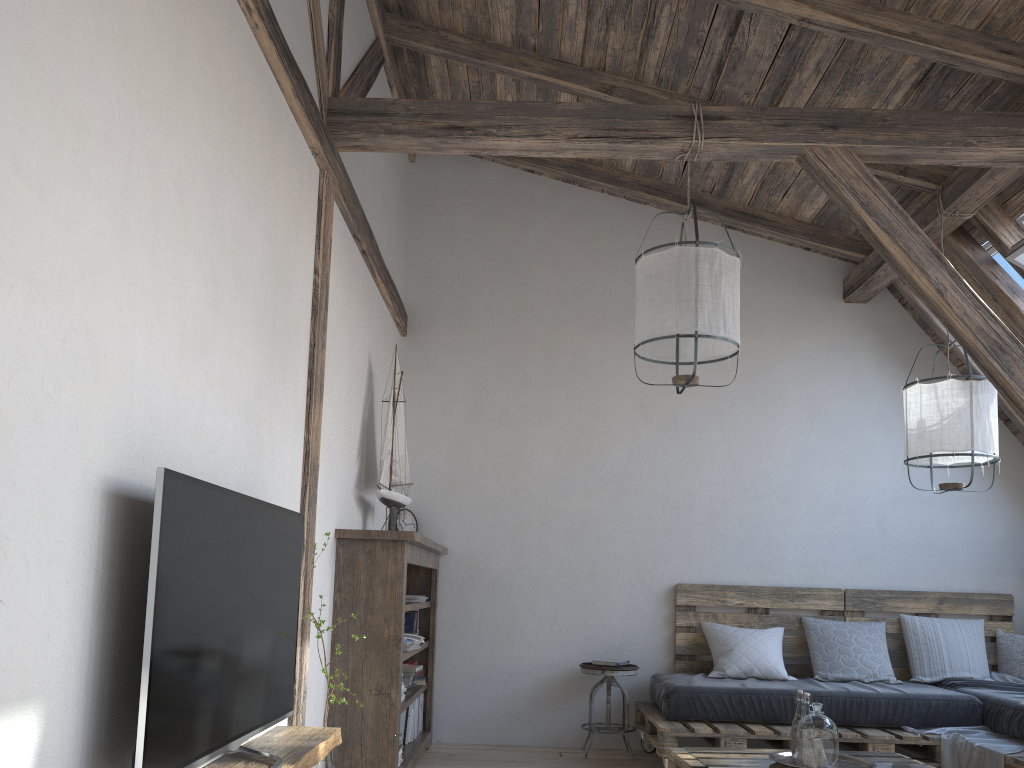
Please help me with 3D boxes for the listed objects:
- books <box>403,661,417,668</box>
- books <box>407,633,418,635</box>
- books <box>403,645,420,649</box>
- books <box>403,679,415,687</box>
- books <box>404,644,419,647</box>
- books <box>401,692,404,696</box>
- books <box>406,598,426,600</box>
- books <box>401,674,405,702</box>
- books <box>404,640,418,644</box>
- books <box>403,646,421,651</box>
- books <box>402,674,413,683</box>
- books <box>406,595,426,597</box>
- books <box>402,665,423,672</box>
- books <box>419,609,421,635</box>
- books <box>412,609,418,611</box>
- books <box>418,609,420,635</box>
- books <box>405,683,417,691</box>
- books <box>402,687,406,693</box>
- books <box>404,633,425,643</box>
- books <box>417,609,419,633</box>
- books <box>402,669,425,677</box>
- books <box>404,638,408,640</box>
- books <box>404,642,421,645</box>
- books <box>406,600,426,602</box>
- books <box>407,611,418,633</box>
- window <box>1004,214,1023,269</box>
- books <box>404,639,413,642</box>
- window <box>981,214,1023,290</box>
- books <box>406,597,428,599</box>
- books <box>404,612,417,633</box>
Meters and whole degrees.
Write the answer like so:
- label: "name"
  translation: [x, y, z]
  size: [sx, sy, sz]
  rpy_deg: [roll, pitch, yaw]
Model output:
- label: "books"
  translation: [-0.634, 1.631, 5.125]
  size: [0.143, 0.019, 0.206]
  rpy_deg: [2, -13, 1]
- label: "books"
  translation: [-0.620, 1.414, 4.948]
  size: [0.150, 0.021, 0.209]
  rpy_deg: [1, -13, 5]
- label: "books"
  translation: [-0.594, 1.331, 4.466]
  size: [0.204, 0.009, 0.263]
  rpy_deg: [1, -13, 6]
- label: "books"
  translation: [-0.629, 1.644, 4.848]
  size: [0.159, 0.022, 0.216]
  rpy_deg: [2, -13, 1]
- label: "books"
  translation: [-0.592, 1.326, 4.481]
  size: [0.204, 0.009, 0.263]
  rpy_deg: [1, -13, 3]
- label: "books"
  translation: [-0.622, 1.522, 4.307]
  size: [0.157, 0.017, 0.224]
  rpy_deg: [2, -13, 1]
- label: "books"
  translation: [-0.605, 1.247, 5.109]
  size: [0.205, 0.009, 0.263]
  rpy_deg: [3, -13, -7]
- label: "books"
  translation: [-0.637, 1.443, 4.168]
  size: [0.206, 0.149, 0.560]
  rpy_deg: [2, -13, 1]
- label: "books"
  translation: [-0.599, 1.304, 4.462]
  size: [0.204, 0.009, 0.263]
  rpy_deg: [0, -13, 8]
- label: "books"
  translation: [-0.594, 1.337, 4.456]
  size: [0.204, 0.009, 0.263]
  rpy_deg: [0, -13, 9]
- label: "books"
  translation: [-0.628, 1.622, 4.853]
  size: [0.152, 0.023, 0.232]
  rpy_deg: [2, -13, -3]
- label: "books"
  translation: [-0.608, 1.225, 5.088]
  size: [0.204, 0.009, 0.263]
  rpy_deg: [2, -13, -2]
- label: "books"
  translation: [-0.615, 1.648, 5.106]
  size: [0.157, 0.021, 0.223]
  rpy_deg: [1, -13, 5]
- label: "books"
  translation: [-0.613, 1.429, 5.261]
  size: [0.136, 0.197, 0.021]
  rpy_deg: [2, -6, 1]
- label: "books"
  translation: [-0.625, 1.410, 5.168]
  size: [0.139, 0.188, 0.051]
  rpy_deg: [2, -7, 0]
- label: "books"
  translation: [-0.623, 1.431, 5.240]
  size: [0.139, 0.182, 0.020]
  rpy_deg: [2, -6, 1]
- label: "books"
  translation: [-0.628, 1.665, 4.838]
  size: [0.152, 0.023, 0.232]
  rpy_deg: [0, -13, 10]
- label: "books"
  translation: [-0.620, 1.510, 4.327]
  size: [0.157, 0.017, 0.224]
  rpy_deg: [0, -13, 6]
- label: "books"
  translation: [-0.584, 1.287, 4.508]
  size: [0.222, 0.086, 0.265]
  rpy_deg: [6, -13, -18]
- label: "books"
  translation: [-0.622, 1.419, 5.221]
  size: [0.135, 0.198, 0.021]
  rpy_deg: [2, -6, 1]
- label: "books"
  translation: [-0.610, 1.674, 5.112]
  size: [0.161, 0.026, 0.207]
  rpy_deg: [0, -13, 9]
- label: "books"
  translation: [-0.617, 1.283, 4.450]
  size: [0.204, 0.009, 0.263]
  rpy_deg: [-1, -13, 12]
- label: "books"
  translation: [-0.606, 1.309, 4.450]
  size: [0.205, 0.009, 0.263]
  rpy_deg: [-2, -14, 17]
- label: "books"
  translation: [-0.604, 1.253, 5.094]
  size: [0.205, 0.009, 0.263]
  rpy_deg: [3, -13, -4]
- label: "books"
  translation: [-0.621, 1.413, 5.141]
  size: [0.139, 0.173, 0.060]
  rpy_deg: [2, -7, 0]
- label: "window"
  translation: [3.018, -0.335, 3.790]
  size: [1.350, 1.256, 0.870]
  rpy_deg: [2, -8, 1]
- label: "books"
  translation: [-0.612, 1.293, 4.454]
  size: [0.204, 0.009, 0.263]
  rpy_deg: [0, -13, 8]
- label: "window"
  translation: [2.986, -0.123, 4.706]
  size: [1.096, 1.256, 0.870]
  rpy_deg: [2, -8, 1]
- label: "books"
  translation: [-0.613, 1.231, 5.075]
  size: [0.204, 0.009, 0.263]
  rpy_deg: [0, -13, 8]
- label: "books"
  translation: [-0.625, 1.407, 5.108]
  size: [0.131, 0.169, 0.083]
  rpy_deg: [2, -8, 2]
